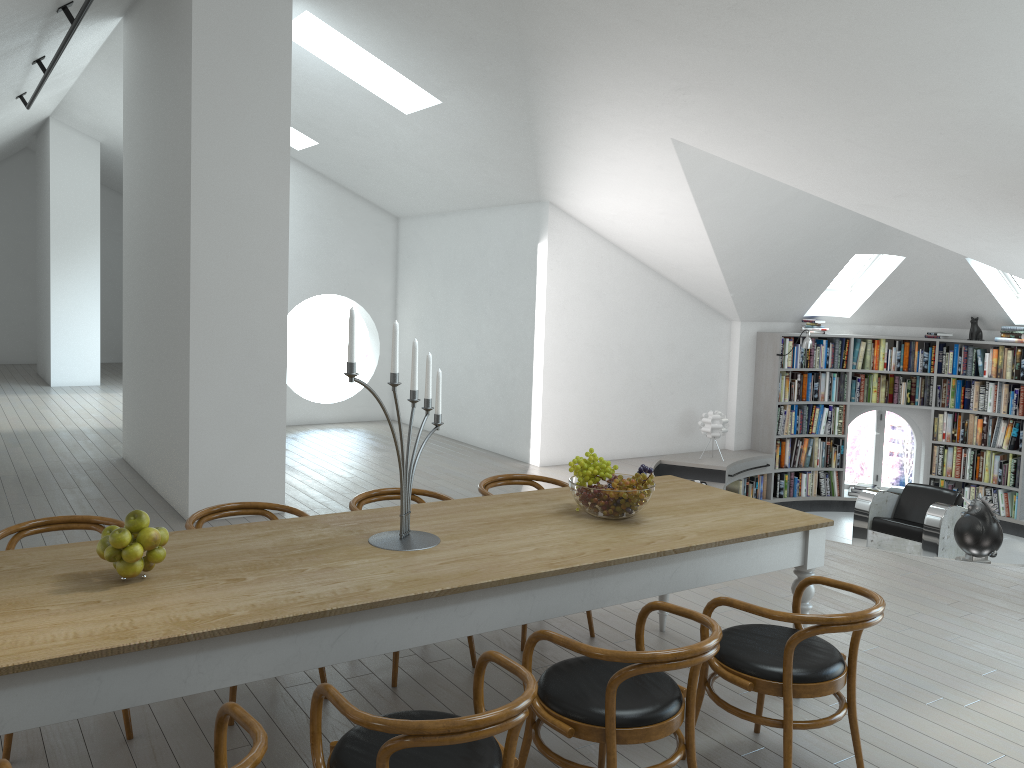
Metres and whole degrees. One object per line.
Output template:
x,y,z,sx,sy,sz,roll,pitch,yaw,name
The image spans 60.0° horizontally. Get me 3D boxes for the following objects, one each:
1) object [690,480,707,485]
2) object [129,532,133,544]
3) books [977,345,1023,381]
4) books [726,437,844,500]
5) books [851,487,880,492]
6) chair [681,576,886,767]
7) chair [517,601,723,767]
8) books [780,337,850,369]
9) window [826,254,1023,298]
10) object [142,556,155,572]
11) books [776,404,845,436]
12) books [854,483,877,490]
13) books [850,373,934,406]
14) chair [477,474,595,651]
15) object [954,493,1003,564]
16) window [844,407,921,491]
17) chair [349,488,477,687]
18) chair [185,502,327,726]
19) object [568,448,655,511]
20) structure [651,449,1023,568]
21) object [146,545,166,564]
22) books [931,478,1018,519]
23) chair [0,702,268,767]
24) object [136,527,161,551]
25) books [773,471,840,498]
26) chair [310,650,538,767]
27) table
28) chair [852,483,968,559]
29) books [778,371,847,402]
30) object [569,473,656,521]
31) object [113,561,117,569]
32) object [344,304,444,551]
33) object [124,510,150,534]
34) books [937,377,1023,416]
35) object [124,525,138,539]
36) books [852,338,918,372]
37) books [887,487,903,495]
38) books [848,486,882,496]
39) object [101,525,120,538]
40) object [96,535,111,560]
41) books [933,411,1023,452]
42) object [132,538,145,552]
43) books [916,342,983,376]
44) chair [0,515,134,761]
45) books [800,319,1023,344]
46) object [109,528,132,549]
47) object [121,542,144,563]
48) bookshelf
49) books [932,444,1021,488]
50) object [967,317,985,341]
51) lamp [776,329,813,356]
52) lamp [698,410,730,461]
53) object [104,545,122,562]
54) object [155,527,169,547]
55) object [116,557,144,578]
1.841,1.026,8.886,0.218,0.082,0.474,4,6,19,object
-1.192,0.476,2.723,0.053,0.050,0.053,5,6,28,object
5.614,-0.188,9.211,0.394,0.366,1.569,-1,6,-28,books
3.100,0.950,10.176,1.640,0.694,0.391,0,5,-23,books
4.185,1.247,10.492,0.269,0.031,0.286,6,7,33,books
0.984,1.072,3.166,0.527,0.733,0.623,-1,6,-33,chair
0.344,1.086,2.821,0.527,0.733,0.622,-2,6,-36,chair
3.393,-0.364,10.195,1.032,0.360,0.301,0,5,-17,books
4.892,-1.225,8.865,1.933,0.711,4.064,-2,7,-33,window
-1.147,0.565,2.784,0.051,0.050,0.050,-1,6,-29,object
3.367,0.400,10.222,1.019,0.358,0.261,0,5,-16,books
4.186,1.216,10.490,0.214,0.036,0.227,6,7,33,books
4.975,0.124,9.815,2.532,0.370,0.591,7,7,37,books
0.098,0.889,4.619,0.527,0.733,0.623,-1,6,-30,chair
3.388,1.070,6.438,0.320,0.561,0.321,5,5,30,object
5.250,0.878,9.923,3.236,1.148,0.617,7,7,42,window
-0.489,0.914,4.189,0.527,0.733,0.623,-1,6,-33,chair
-1.107,0.933,3.805,0.527,0.733,0.622,-2,6,-38,chair
0.413,0.418,3.718,0.394,0.283,0.293,4,6,21,object
3.648,1.339,8.301,4.710,0.691,4.720,3,6,12,structure
-1.107,0.530,2.756,0.059,0.056,0.060,-2,7,-38,object
5.178,1.252,9.873,1.020,0.306,0.288,7,7,41,books
-0.845,1.133,1.988,0.527,0.733,0.622,-2,6,-36,chair
-1.118,0.478,2.732,0.066,0.071,0.072,4,6,26,object
3.390,1.137,10.327,0.918,0.319,0.283,0,5,-15,books
-0.234,1.113,2.374,0.527,0.733,0.623,-1,6,-30,chair
-0.313,0.974,3.338,3.349,0.797,1.021,-2,7,-33,table
3.775,1.337,8.301,0.741,0.718,0.825,-2,7,-38,chair
3.392,0.020,10.242,1.088,0.347,0.304,0,5,-18,books
0.413,0.484,3.694,0.360,0.159,0.360,6,7,37,object
-1.217,0.556,2.779,0.064,0.063,0.063,0,6,-22,object
-0.419,0.150,3.176,0.266,0.873,0.776,5,6,31,object
-1.162,0.427,2.748,0.072,0.074,0.072,-1,6,-33,object
5.249,0.127,9.819,1.030,0.358,0.301,7,7,42,books
-1.198,0.461,2.791,0.053,0.057,0.058,0,5,-19,object
4.286,-0.344,10.262,0.793,0.372,0.269,3,5,10,books
4.512,1.286,10.307,0.292,0.099,0.319,-2,7,-31,books
4.183,1.281,10.495,0.366,0.042,0.388,5,6,23,books
-1.255,0.476,2.782,0.063,0.063,0.062,4,5,19,object
-1.238,0.505,2.729,0.076,0.076,0.077,4,6,24,object
5.208,0.506,9.817,0.999,0.351,0.297,7,7,40,books
-1.184,0.503,2.823,0.071,0.072,0.071,4,5,21,object
4.927,-0.287,10.035,0.683,0.345,0.265,6,6,33,books
-1.751,0.946,3.468,0.527,0.733,0.623,-1,6,-30,chair
4.696,-0.587,9.856,2.817,0.173,0.749,5,7,27,books
-1.181,0.466,2.672,0.062,0.059,0.062,-1,6,-32,object
-1.149,0.511,2.683,0.062,0.059,0.062,-1,6,-29,object
4.830,0.537,8.996,2.109,1.876,4.343,-1,7,-33,bookshelf
5.206,0.892,9.837,1.033,0.356,0.293,7,7,42,books
5.149,-0.610,9.812,0.202,0.264,0.147,-2,6,-36,object
3.128,-0.452,9.770,0.116,0.311,0.414,-1,6,-36,lamp
2.159,0.550,9.515,0.306,0.524,0.306,-3,7,-44,lamp
-1.207,0.513,2.684,0.053,0.053,0.051,-3,7,-41,object
-1.124,0.487,2.805,0.072,0.063,0.071,-2,7,-40,object
-1.172,0.556,2.721,0.080,0.074,0.078,3,5,12,object
